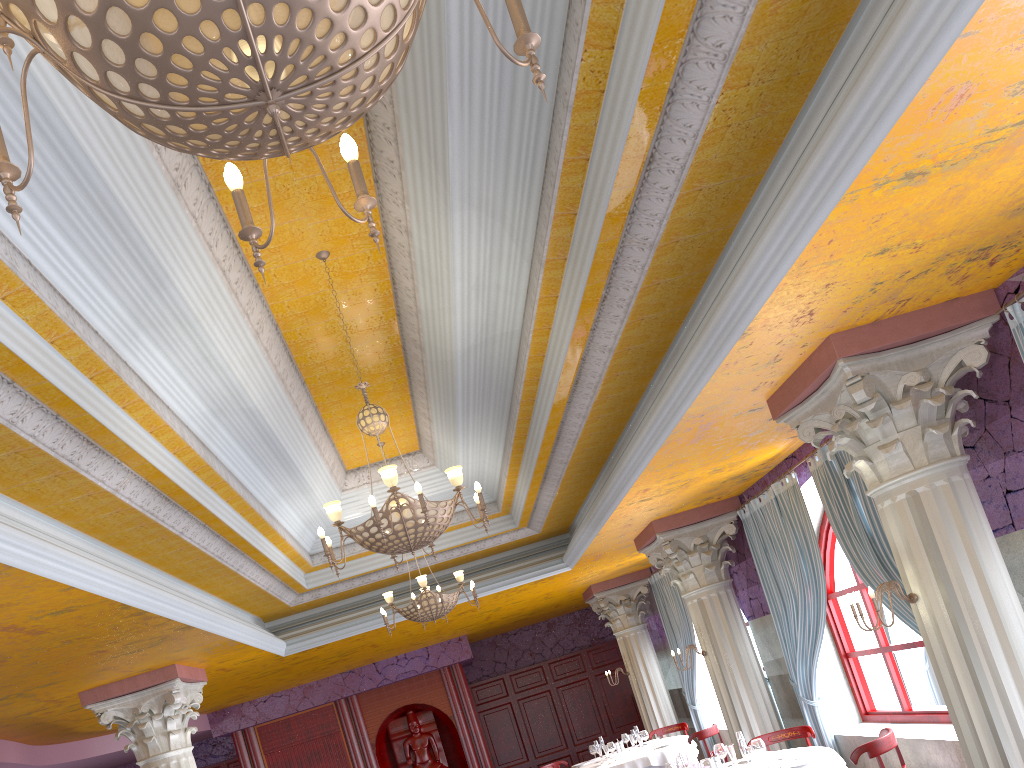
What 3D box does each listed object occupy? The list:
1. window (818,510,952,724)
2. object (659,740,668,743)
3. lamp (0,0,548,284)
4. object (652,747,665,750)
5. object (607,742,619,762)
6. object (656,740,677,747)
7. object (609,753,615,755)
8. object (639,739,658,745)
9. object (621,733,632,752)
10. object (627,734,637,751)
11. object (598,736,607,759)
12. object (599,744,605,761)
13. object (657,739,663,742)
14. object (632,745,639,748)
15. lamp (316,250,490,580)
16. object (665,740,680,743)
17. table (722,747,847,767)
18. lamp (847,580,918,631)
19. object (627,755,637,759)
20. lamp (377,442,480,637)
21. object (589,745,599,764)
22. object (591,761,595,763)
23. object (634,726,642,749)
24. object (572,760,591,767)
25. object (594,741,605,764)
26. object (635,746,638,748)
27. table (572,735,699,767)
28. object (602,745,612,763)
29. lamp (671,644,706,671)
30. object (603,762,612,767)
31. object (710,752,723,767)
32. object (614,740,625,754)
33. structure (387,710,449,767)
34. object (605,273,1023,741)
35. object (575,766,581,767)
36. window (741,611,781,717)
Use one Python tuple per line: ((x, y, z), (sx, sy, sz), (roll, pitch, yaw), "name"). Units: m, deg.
((3.668, 1.859, 7.827), (0.158, 2.443, 3.782), (-17, -15, -9), "window")
((2.210, 5.193, 12.438), (0.162, 0.009, 0.164), (-22, -20, 12), "object")
((-0.720, -1.434, 1.566), (1.012, 2.101, 0.942), (-24, -10, 37), "lamp")
((2.008, 4.987, 11.718), (0.027, 0.013, 0.246), (2, -27, -48), "object")
((1.409, 5.139, 11.972), (0.119, 0.255, 0.130), (-11, -11, -38), "object")
((2.138, 4.987, 11.845), (0.310, 0.023, 0.333), (-15, -20, -7), "object")
((1.501, 5.630, 13.013), (0.162, 0.009, 0.164), (-22, -20, 12), "object")
((2.074, 5.407, 12.919), (0.310, 0.023, 0.333), (-15, -20, -7), "object")
((1.700, 5.324, 12.715), (0.120, 0.255, 0.129), (-16, -9, -16), "object")
((1.776, 5.281, 12.627), (0.088, 0.229, 0.086), (-20, -8, 17), "object")
((1.354, 5.378, 12.668), (0.077, 0.324, 0.073), (-21, -7, 29), "object")
((1.292, 5.408, 12.560), (0.083, 0.229, 0.091), (-14, -9, -27), "object")
((2.193, 5.326, 12.785), (0.029, 0.013, 0.231), (-30, -23, 34), "object")
((1.903, 5.502, 13.026), (0.254, 0.019, 0.058), (4, -28, -46), "object")
((-0.938, 0.108, 5.534), (1.012, 2.101, 0.942), (-24, -10, 37), "lamp")
((2.247, 5.023, 12.027), (0.054, 0.019, 0.274), (0, -26, -44), "object")
((1.997, 3.953, 7.543), (2.065, 0.918, 2.219), (-16, -18, -6), "table")
((2.327, 1.391, 5.382), (0.374, 0.264, 0.364), (-12, -16, -19), "lamp")
((1.637, 5.092, 11.680), (0.167, 0.009, 0.159), (-30, -23, 31), "object")
((-1.153, 1.626, 9.438), (1.012, 2.101, 0.942), (-24, -10, 37), "lamp")
((1.202, 5.394, 12.484), (0.124, 0.255, 0.125), (-19, -9, 6), "object")
((1.207, 5.612, 12.717), (0.031, 0.010, 0.137), (-31, -24, 36), "object")
((1.858, 5.177, 12.556), (0.077, 0.324, 0.073), (-21, -7, 29), "object")
((1.041, 5.694, 12.819), (0.310, 0.023, 0.333), (-15, -20, -7), "object")
((1.230, 5.220, 12.139), (0.077, 0.324, 0.073), (-21, -7, 29), "object")
((1.935, 5.493, 13.002), (0.023, 0.003, 0.252), (-30, -23, 33), "object")
((1.736, 5.797, 12.287), (2.065, 0.918, 2.219), (-16, -18, -6), "table")
((1.341, 5.206, 12.058), (0.083, 0.229, 0.091), (-14, -9, -27), "object")
((2.069, 3.214, 10.071), (0.374, 0.264, 0.364), (-12, -16, -19), "lamp")
((1.278, 5.183, 11.638), (0.254, 0.019, 0.058), (4, -28, -46), "object")
((1.818, 3.404, 7.685), (0.141, 0.204, 0.076), (-13, -9, -26), "object")
((1.557, 5.248, 12.430), (0.141, 0.204, 0.076), (-13, -9, -26), "object")
((-1.778, 7.130, 16.388), (0.958, 1.784, 0.669), (-17, -8, -7), "structure")
((3.230, 1.231, 5.057), (2.073, 3.453, 30.965), (-16, -19, -9), "object")
((0.934, 5.663, 12.637), (0.054, 0.019, 0.274), (0, -26, -44), "object")
((3.409, 3.693, 12.546), (0.158, 2.443, 3.782), (-17, -15, -9), "window")
